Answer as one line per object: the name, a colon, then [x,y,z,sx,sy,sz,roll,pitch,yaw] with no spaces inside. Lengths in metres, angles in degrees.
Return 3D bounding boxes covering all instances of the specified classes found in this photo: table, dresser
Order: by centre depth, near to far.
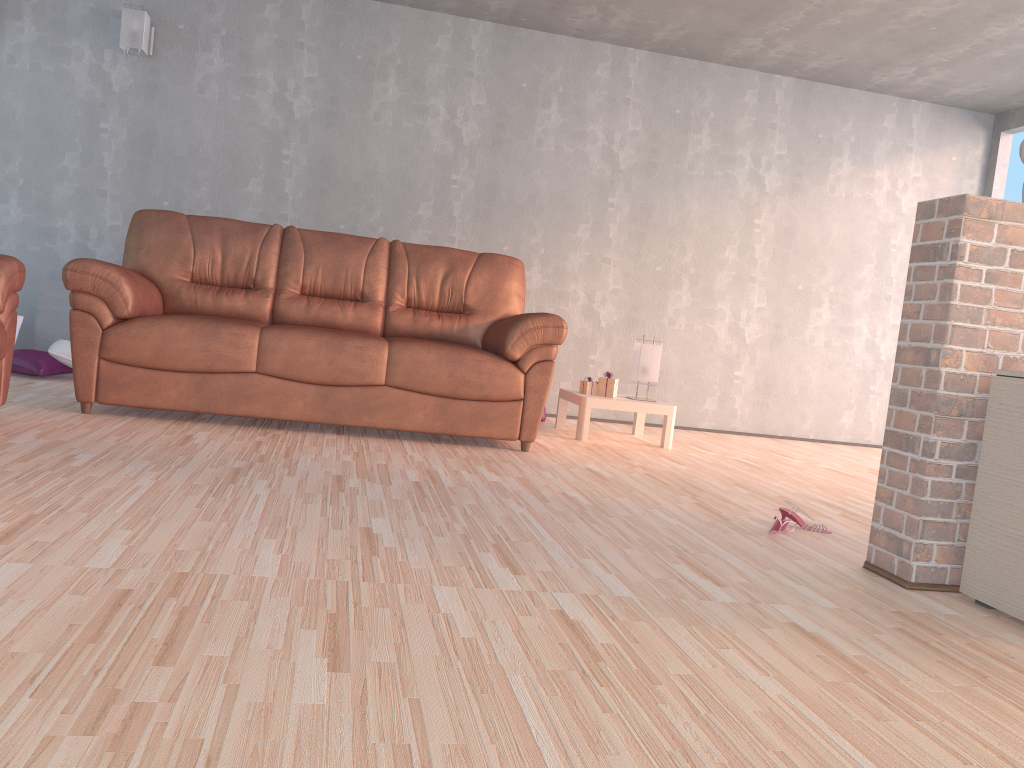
dresser: [2.092,0.374,2.193,1.686,0.612,0.605,6,4,-11]
table: [0.585,0.193,5.119,0.548,0.241,0.548,6,4,-11]

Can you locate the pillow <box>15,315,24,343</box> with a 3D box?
pillow: [-2.979,-0.246,5.010,0.327,0.326,0.241,6,4,-7]

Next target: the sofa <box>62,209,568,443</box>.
sofa: [-0.901,-0.317,4.351,2.202,0.923,0.981,6,4,-11]

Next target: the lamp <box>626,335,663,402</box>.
lamp: [0.764,-0.091,5.088,0.140,0.376,0.140,6,4,-11]

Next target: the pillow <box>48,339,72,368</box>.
pillow: [-2.422,-0.139,4.998,0.357,0.205,0.388,5,4,-25]

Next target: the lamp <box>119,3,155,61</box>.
lamp: [-2.189,-2.041,5.162,0.165,0.319,0.177,6,4,-11]

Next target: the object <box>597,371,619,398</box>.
object: [0.544,0.000,5.021,0.099,0.147,0.102,8,4,17]

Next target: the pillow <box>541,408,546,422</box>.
pillow: [0.048,0.064,5.598,0.327,0.326,0.241,5,4,-17]

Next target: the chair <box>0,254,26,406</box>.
chair: [-2.265,-0.358,2.949,0.936,0.879,0.970,6,4,-12]

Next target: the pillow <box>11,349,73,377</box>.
pillow: [-2.669,-0.122,4.925,0.392,0.130,0.365,7,4,9]

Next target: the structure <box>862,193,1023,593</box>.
structure: [1.791,0.088,2.582,1.422,1.057,0.211,6,4,-11]

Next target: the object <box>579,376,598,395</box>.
object: [0.461,0.010,5.079,0.152,0.105,0.080,3,5,-43]

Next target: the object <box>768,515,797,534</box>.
object: [0.895,0.464,2.935,0.078,0.066,0.192,8,4,25]

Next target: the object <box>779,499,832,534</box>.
object: [1.017,0.459,3.071,0.188,0.085,0.069,9,4,28]

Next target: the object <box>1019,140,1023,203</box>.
object: [1.506,-0.578,2.463,0.216,0.218,0.131,6,4,-12]
